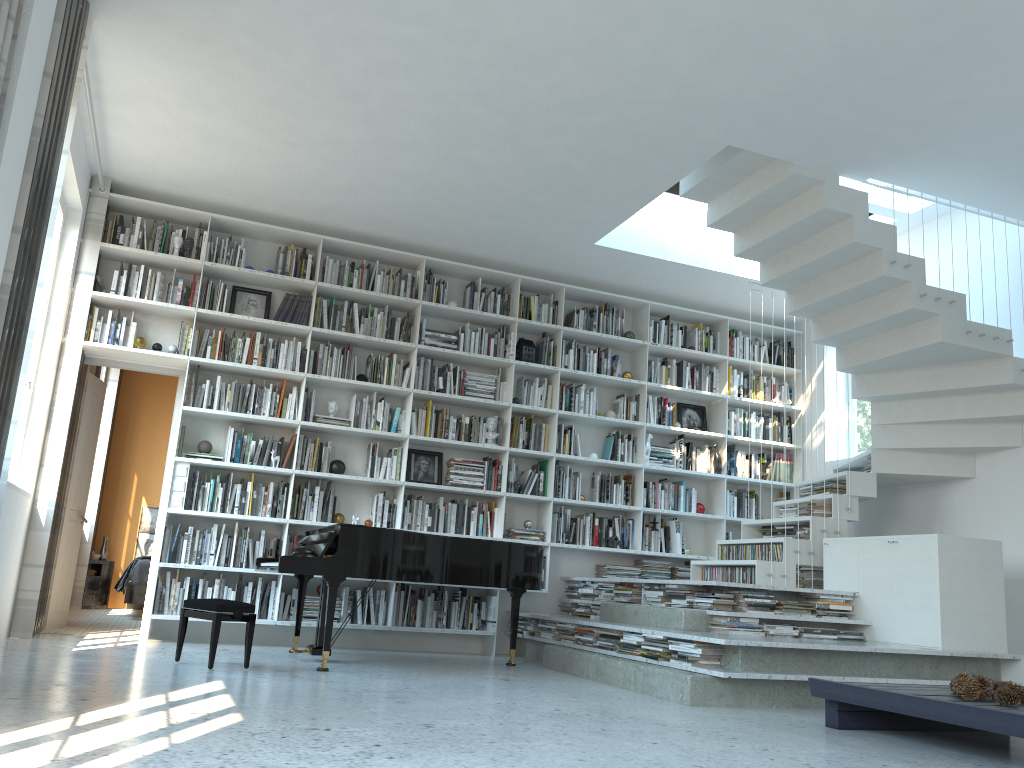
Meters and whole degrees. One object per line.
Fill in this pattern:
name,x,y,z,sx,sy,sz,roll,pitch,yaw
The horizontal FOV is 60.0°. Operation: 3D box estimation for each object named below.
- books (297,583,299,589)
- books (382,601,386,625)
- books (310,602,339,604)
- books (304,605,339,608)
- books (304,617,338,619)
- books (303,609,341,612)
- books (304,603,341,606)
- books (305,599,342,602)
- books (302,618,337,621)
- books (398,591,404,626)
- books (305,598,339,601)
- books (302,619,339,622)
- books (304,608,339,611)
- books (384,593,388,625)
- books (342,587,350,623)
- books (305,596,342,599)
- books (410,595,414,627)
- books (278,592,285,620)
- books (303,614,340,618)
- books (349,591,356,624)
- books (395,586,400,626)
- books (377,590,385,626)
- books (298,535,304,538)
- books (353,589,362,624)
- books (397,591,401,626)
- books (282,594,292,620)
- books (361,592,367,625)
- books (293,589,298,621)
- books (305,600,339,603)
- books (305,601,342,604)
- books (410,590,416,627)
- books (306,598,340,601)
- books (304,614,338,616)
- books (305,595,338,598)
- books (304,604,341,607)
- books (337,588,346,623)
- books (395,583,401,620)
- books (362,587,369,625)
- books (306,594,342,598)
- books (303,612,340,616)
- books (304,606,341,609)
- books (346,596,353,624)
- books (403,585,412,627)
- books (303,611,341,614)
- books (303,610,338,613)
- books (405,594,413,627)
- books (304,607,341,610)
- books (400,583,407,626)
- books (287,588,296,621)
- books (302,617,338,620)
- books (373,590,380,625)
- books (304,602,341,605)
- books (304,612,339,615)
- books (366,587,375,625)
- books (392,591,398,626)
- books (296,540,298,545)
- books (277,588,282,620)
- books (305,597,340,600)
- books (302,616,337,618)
books,-1.594,1.620,6.619,0.027,0.281,0.129,9,-13,-20
books,-1.005,1.759,6.817,0.024,0.179,0.172,9,-13,-20
books,-1.444,1.645,6.676,0.254,0.005,0.161,9,-14,-20
books,-1.446,1.671,6.670,0.254,0.005,0.161,9,-14,-20
books,-1.449,1.750,6.651,0.254,0.007,0.161,9,-14,-19
books,-1.441,1.695,6.655,0.285,0.007,0.160,10,-14,-25
books,-1.444,1.655,6.672,0.285,0.005,0.160,9,-14,-19
books,-1.437,1.628,6.675,0.285,0.005,0.160,10,-14,-23
books,-1.448,1.763,6.642,0.254,0.007,0.161,8,-14,-16
books,-0.877,1.740,6.884,0.025,0.263,0.145,9,-13,-20
books,-1.436,1.622,6.672,0.254,0.005,0.161,10,-14,-25
books,-1.451,1.771,6.650,0.285,0.007,0.160,9,-14,-20
books,-1.443,1.690,6.665,0.254,0.007,0.161,9,-14,-19
books,-0.990,1.737,6.848,0.021,0.237,0.116,9,-13,-20
books,-1.277,1.677,6.735,0.031,0.265,0.144,9,-13,-20
books,-1.439,1.608,6.686,0.285,0.005,0.160,9,-14,-20
books,-0.796,1.764,6.909,0.012,0.238,0.129,9,-13,-20
books,-1.716,1.643,6.567,0.025,0.197,0.160,9,-13,-20
books,-1.443,1.736,6.647,0.285,0.007,0.160,8,-13,-15
books,-1.223,1.699,6.751,0.028,0.237,0.136,9,-13,-20
books,-0.908,1.712,6.855,0.014,0.300,0.185,9,-13,-20
books,-1.019,1.713,6.802,0.024,0.259,0.190,9,-13,-20
books,-1.605,1.280,6.687,0.026,0.273,0.146,9,-13,-20
books,-1.178,1.695,6.758,0.063,0.252,0.178,9,-13,-20
books,-0.896,1.742,6.886,0.010,0.258,0.131,9,-13,-20
books,-1.678,1.654,6.572,0.053,0.183,0.148,9,-13,-20
books,-1.143,1.711,6.766,0.011,0.231,0.174,9,-13,-20
books,-1.620,1.643,6.604,0.027,0.226,0.139,9,-13,-20
books,-1.437,1.633,6.672,0.254,0.005,0.161,8,-14,-16
books,-1.440,1.638,6.669,0.285,0.005,0.160,10,-14,-24
books,-0.786,1.748,6.921,0.012,0.275,0.155,9,-13,-20
books,-1.439,1.619,6.683,0.254,0.005,0.161,9,-14,-20
books,-1.443,1.730,6.651,0.254,0.007,0.161,10,-14,-24
books,-1.437,1.602,6.684,0.254,0.005,0.161,9,-14,-19
books,-1.444,1.665,6.668,0.285,0.005,0.160,9,-14,-22
books,-1.292,1.677,6.712,0.012,0.253,0.161,9,-13,-20
books,-0.900,1.698,6.880,0.014,0.339,0.140,9,-13,-20
books,-1.129,1.690,6.767,0.012,0.274,0.180,9,-13,-20
books,-1.433,1.595,6.677,0.285,0.005,0.160,8,-13,-15
books,-1.444,1.723,6.656,0.285,0.007,0.160,8,-14,-18
books,-1.444,1.677,6.671,0.285,0.007,0.160,9,-14,-20
books,-1.246,1.710,6.727,0.029,0.201,0.178,9,-13,-20
books,-0.834,1.721,6.895,0.034,0.310,0.170,9,-13,-20
books,-1.442,1.709,6.654,0.285,0.007,0.160,10,-14,-24
books,-1.444,1.704,6.662,0.254,0.007,0.161,9,-14,-19
books,-0.813,1.758,6.907,0.022,0.246,0.144,9,-13,-20
books,-1.443,1.684,6.667,0.285,0.007,0.160,9,-14,-19
books,-0.854,1.705,6.889,0.012,0.336,0.144,9,-13,-20
books,-1.640,1.636,6.588,0.023,0.231,0.164,9,-13,-20
books,-1.450,1.757,6.652,0.254,0.007,0.161,9,-14,-20
books,-1.053,1.716,6.822,0.025,0.258,0.133,9,-13,-20
books,-1.443,1.649,6.673,0.285,0.005,0.160,9,-14,-21
books,-1.443,1.716,6.653,0.254,0.007,0.161,10,-14,-24
books,-1.093,1.698,6.794,0.073,0.275,0.181,9,-13,-20
books,-0.928,1.731,6.844,0.026,0.255,0.183,9,-13,-20
books,-1.620,1.289,6.651,0.023,0.237,0.173,9,-13,-20
books,-1.733,1.625,6.568,0.012,0.230,0.138,9,-13,-20
books,-1.439,1.613,6.684,0.254,0.005,0.161,9,-14,-20
books,-1.446,1.742,6.647,0.285,0.007,0.160,10,-14,-24
